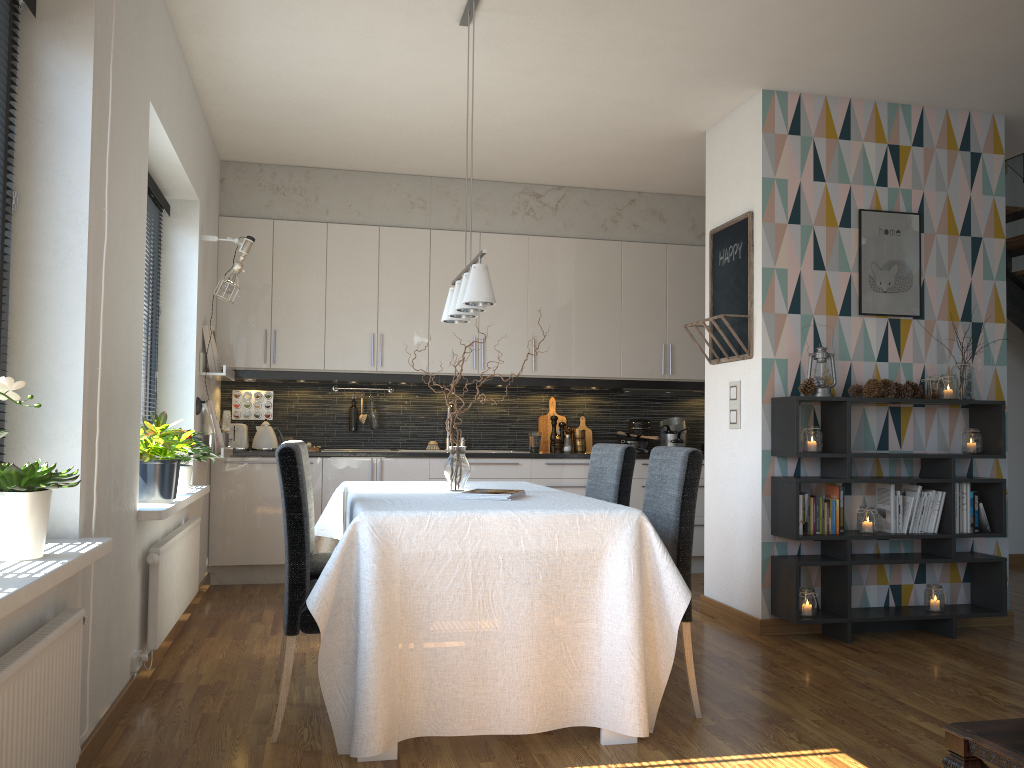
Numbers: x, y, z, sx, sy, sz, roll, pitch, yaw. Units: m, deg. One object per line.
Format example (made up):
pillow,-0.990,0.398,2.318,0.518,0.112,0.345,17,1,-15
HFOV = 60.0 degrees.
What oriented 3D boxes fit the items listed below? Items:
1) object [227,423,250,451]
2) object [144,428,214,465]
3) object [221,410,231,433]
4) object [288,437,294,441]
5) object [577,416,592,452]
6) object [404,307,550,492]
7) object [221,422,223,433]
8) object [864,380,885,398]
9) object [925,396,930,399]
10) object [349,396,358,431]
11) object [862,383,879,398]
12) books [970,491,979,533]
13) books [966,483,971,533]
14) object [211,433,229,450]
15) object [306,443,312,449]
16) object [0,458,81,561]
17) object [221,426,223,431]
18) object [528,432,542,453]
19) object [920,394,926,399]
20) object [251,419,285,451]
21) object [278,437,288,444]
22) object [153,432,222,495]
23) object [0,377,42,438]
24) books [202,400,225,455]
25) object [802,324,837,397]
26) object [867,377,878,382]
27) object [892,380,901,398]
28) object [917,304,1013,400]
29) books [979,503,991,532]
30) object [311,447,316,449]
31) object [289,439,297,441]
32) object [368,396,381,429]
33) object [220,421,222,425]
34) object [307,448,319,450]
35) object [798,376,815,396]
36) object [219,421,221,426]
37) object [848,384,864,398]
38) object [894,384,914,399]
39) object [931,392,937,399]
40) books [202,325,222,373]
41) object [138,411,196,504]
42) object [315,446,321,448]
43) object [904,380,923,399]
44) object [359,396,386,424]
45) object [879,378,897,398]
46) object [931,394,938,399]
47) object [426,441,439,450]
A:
object,-1.857,0.361,5.956,0.175,0.192,0.253,1,-3,-13
object,-1.728,0.383,4.594,0.354,0.315,0.292,2,-3,-21
object,-1.800,0.297,5.582,0.060,0.267,0.119,2,-3,-21
object,-1.571,0.414,6.243,0.071,0.076,0.071,1,-3,-13
object,0.544,0.385,6.810,0.146,0.273,0.043,1,-2,-13
object,-0.187,0.056,3.728,0.615,0.784,0.403,3,-3,-38
object,-1.818,0.328,5.542,0.020,0.200,0.007,0,-2,9
object,1.833,0.029,4.502,0.110,0.101,0.114,2,-3,-30
object,2.149,0.073,4.584,0.026,0.027,0.030,0,-3,19
object,-1.147,0.213,6.416,0.060,0.256,0.060,0,-2,9
object,1.793,0.034,4.437,0.082,0.085,0.082,1,-3,2
books,2.352,0.660,4.580,0.038,0.212,0.128,1,-3,-13
books,2.318,0.634,4.608,0.015,0.264,0.167,1,-3,-13
object,-1.827,0.369,5.546,0.103,0.124,0.103,1,-3,-15
object,-1.422,0.430,6.193,0.043,0.043,0.044,1,-3,-16
object,-1.189,0.297,2.127,0.283,0.237,0.267,2,-3,-31
object,-1.828,0.342,5.516,0.089,0.159,0.007,-1,-3,38
object,0.161,0.416,6.308,0.102,0.146,0.102,1,-3,-13
object,2.145,0.071,4.627,0.035,0.035,0.030,3,-3,-39
object,-1.656,0.351,5.994,0.204,0.236,0.178,0,-3,24
object,-1.589,0.408,6.148,0.071,0.076,0.071,2,-3,-20
object,-1.589,0.368,4.217,0.371,0.308,0.380,3,-3,-38
object,-0.993,0.163,1.508,0.340,0.443,0.286,2,-3,-24
books,-1.778,0.259,5.277,0.138,0.330,0.283,1,-3,-15
object,1.553,-0.123,4.453,0.154,0.383,0.163,1,-2,4
object,1.866,0.020,4.579,0.090,0.106,0.097,0,-3,9
object,1.980,0.030,4.603,0.097,0.102,0.099,3,-4,-42
object,2.360,-0.175,4.558,0.298,0.521,0.426,1,-3,-16
books,2.406,0.684,4.575,0.067,0.149,0.098,1,-3,-13
object,-1.478,0.448,6.273,0.249,0.015,0.024,-1,-3,32
object,-1.525,0.417,6.183,0.065,0.064,0.065,1,-3,-13
object,-0.996,0.209,6.434,0.093,0.242,0.074,3,-3,-39
object,-1.854,0.325,5.576,0.008,0.193,0.098,0,-2,10
object,-1.522,0.457,6.219,0.335,0.012,0.213,1,-3,-11
object,1.463,0.011,4.396,0.086,0.101,0.078,1,-3,2
object,-1.842,0.328,5.575,0.014,0.193,0.043,1,-2,-2
object,1.755,0.037,4.496,0.078,0.084,0.098,1,-3,-12
object,1.993,0.040,4.535,0.106,0.086,0.091,1,-3,1
object,2.181,0.065,4.578,0.038,0.043,0.039,0,-3,23
books,-1.790,-0.191,5.341,0.109,0.299,0.364,1,-3,-13
object,-1.510,0.305,3.741,0.299,0.384,0.333,1,-3,3
object,-1.460,0.446,6.290,0.249,0.017,0.024,-1,-3,22
object,2.068,0.029,4.572,0.092,0.100,0.083,0,-3,13
object,-1.020,0.189,6.444,0.188,0.203,0.072,2,-3,-26
object,1.905,0.025,4.512,0.108,0.108,0.094,3,-4,-45
object,2.168,0.068,4.548,0.035,0.035,0.030,1,-3,-14
object,-0.580,0.451,6.504,0.097,0.065,0.100,2,-3,-21
